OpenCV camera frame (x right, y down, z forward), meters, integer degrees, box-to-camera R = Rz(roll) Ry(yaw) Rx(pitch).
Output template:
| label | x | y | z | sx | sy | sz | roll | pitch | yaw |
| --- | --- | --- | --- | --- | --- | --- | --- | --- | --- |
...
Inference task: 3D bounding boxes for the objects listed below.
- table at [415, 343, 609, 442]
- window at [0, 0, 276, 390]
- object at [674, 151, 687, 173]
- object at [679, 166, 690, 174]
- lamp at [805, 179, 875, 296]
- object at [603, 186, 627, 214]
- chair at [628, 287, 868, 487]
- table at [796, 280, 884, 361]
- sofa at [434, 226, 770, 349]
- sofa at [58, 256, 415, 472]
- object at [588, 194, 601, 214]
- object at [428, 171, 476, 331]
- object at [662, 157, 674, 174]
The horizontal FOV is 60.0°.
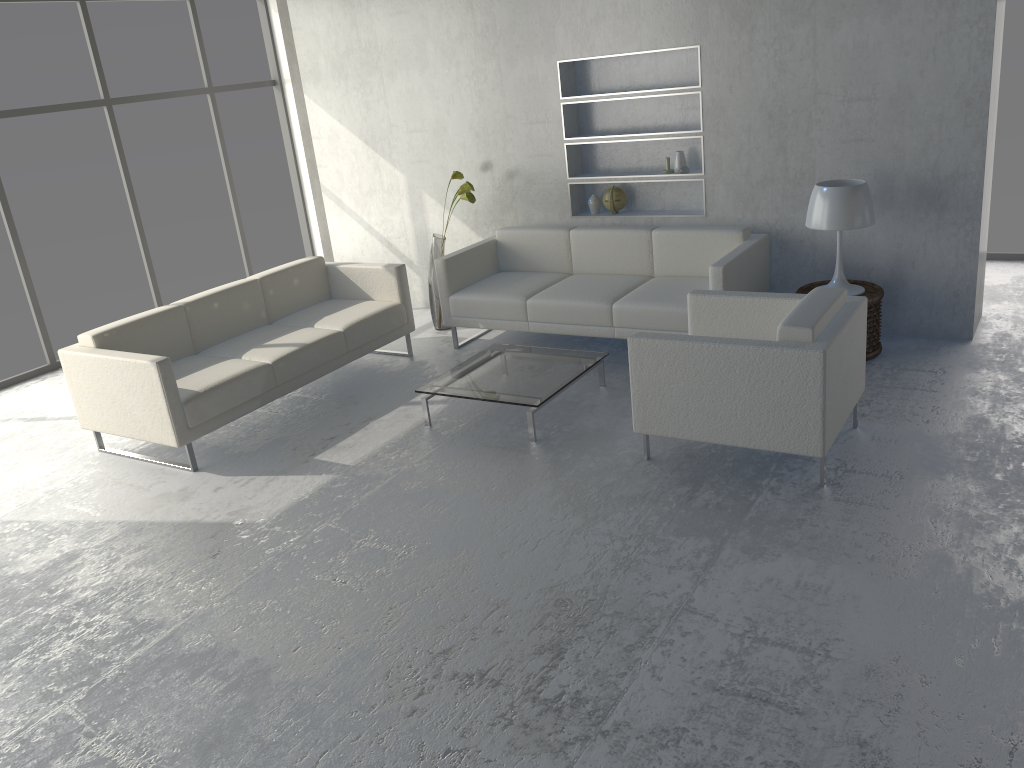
| label | x | y | z | sx | sy | sz | roll | pitch | yaw |
| --- | --- | --- | --- | --- | --- | --- | --- | --- | --- |
| table | 0.020 | 0.022 | 4.680 | 0.730 | 0.190 | 0.773 | 6 | 24 | 32 |
| window | -2.896 | -1.601 | 6.689 | 0.037 | 2.477 | 4.080 | 6 | 24 | 32 |
| object | 1.042 | -1.376 | 5.494 | 0.079 | 0.130 | 0.079 | 5 | 23 | 30 |
| object | 1.056 | -1.314 | 5.440 | 0.064 | 0.050 | 0.064 | 9 | 25 | 37 |
| lamp | 1.743 | -0.776 | 4.718 | 0.347 | 0.582 | 0.347 | -6 | 20 | 2 |
| object | 0.661 | -1.201 | 5.800 | 0.163 | 0.179 | 0.088 | 2 | 22 | 22 |
| chair | 1.027 | -0.044 | 3.849 | 0.821 | 0.662 | 0.748 | 6 | 24 | 32 |
| table | 1.795 | -0.346 | 4.875 | 0.452 | 0.358 | 0.452 | -4 | 20 | 8 |
| sofa | 0.534 | -0.587 | 5.484 | 1.881 | 0.658 | 0.821 | 6 | 24 | 32 |
| sofa | -1.457 | -0.219 | 5.125 | 0.821 | 0.658 | 1.881 | 6 | 24 | 32 |
| object | 0.551 | -1.200 | 5.908 | 0.086 | 0.128 | 0.086 | 12 | 27 | 41 |
| object | -0.373 | -0.884 | 6.016 | 0.387 | 1.051 | 0.400 | -17 | 23 | -26 |
| object | 0.976 | -1.368 | 5.549 | 0.074 | 0.094 | 0.074 | -7 | 20 | -2 |
